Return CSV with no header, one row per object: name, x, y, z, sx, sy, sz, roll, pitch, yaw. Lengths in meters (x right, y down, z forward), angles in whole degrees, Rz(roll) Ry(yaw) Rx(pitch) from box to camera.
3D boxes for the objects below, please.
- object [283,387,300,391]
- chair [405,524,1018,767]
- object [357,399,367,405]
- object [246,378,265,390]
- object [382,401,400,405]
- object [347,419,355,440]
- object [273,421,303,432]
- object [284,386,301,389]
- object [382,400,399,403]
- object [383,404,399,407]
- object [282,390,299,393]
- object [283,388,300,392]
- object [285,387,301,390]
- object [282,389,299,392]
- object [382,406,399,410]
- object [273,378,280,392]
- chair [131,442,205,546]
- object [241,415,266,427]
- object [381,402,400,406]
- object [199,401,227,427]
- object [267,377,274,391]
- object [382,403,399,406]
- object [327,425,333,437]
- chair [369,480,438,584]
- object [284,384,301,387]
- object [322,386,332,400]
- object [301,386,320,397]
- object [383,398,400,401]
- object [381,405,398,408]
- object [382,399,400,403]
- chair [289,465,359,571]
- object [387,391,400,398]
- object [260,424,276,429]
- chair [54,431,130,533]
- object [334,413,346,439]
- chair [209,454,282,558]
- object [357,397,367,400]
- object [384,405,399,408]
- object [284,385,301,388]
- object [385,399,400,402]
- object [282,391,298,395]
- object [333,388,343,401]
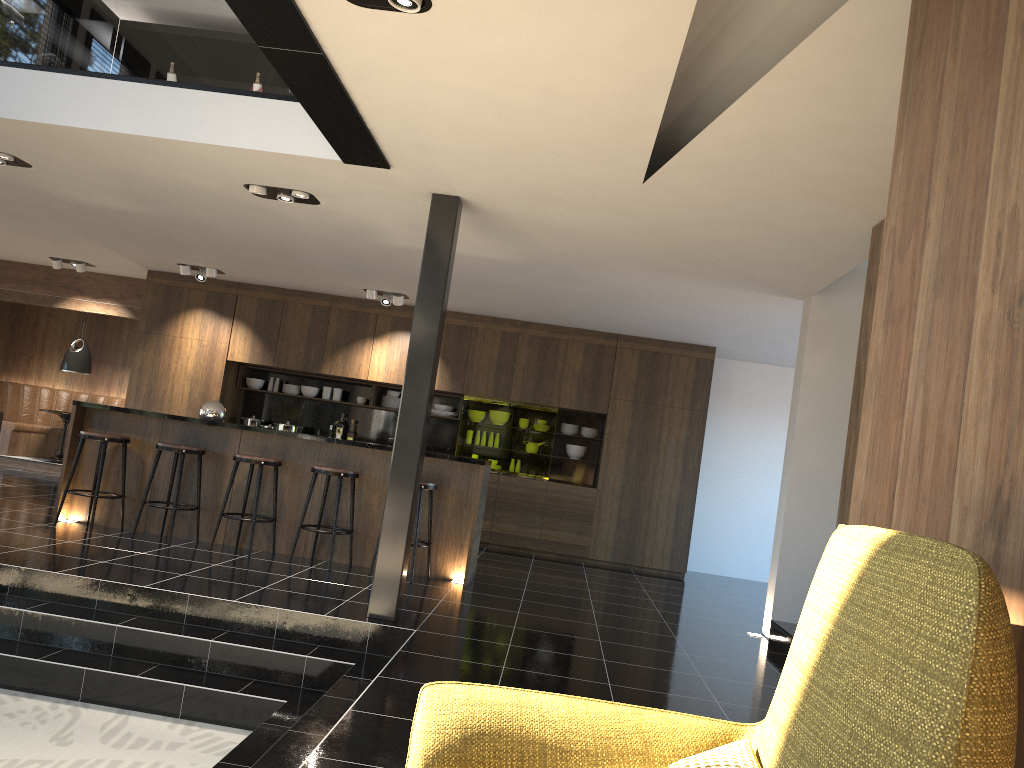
object,-2.779,0.076,11.177,0.220,0.033,0.220,8,-4,0
chair,0.118,0.714,1.365,1.030,1.096,0.808,8,-4,3
object,-1.890,0.227,11.126,0.122,0.072,0.122,6,-5,29
object,-3.254,0.006,11.216,0.234,0.138,0.234,8,-4,7
object,-1.511,0.252,11.174,0.268,0.024,0.269,4,-6,42
object,-2.037,0.644,11.195,0.077,0.394,0.077,12,-5,-44
object,-2.741,0.564,10.817,0.278,0.217,0.301,5,-5,37
object,-2.776,0.056,11.178,0.220,0.033,0.220,8,-4,0
object,-1.509,0.236,11.175,0.268,0.024,0.269,4,-6,42
object,-1.515,0.280,11.172,0.268,0.024,0.269,4,-6,42
object,-2.784,0.111,11.174,0.220,0.033,0.220,8,-4,0
object,-2.781,0.089,11.176,0.220,0.033,0.220,8,-4,0
object,-2.778,0.066,11.177,0.220,0.033,0.220,8,-4,0
object,-2.783,0.099,11.175,0.220,0.033,0.220,8,-4,0
object,-1.519,0.307,11.171,0.268,0.024,0.269,4,-6,42
object,-2.971,0.016,11.200,0.060,0.185,0.060,10,-4,-28
chair,-2.814,0.906,7.368,0.412,0.798,0.413,7,-4,13
object,-3.236,0.501,11.056,0.255,0.217,0.236,12,-5,-38
object,-1.513,0.263,11.174,0.268,0.024,0.269,4,-6,42
object,-2.584,0.257,7.664,0.228,0.228,0.227,11,-5,-36
object,-3.046,0.005,11.205,0.060,0.185,0.060,6,-5,35
object,-1.514,0.272,11.173,0.268,0.024,0.269,4,-6,42
object,-2.301,0.660,11.197,0.057,0.287,0.058,7,-4,17
chair,-0.858,1.182,7.242,0.412,0.798,0.413,7,-4,13
object,-2.773,0.031,11.180,0.220,0.033,0.220,8,-4,0
object,-2.326,0.119,11.134,0.109,0.161,0.109,9,-4,-14
object,-2.548,0.107,11.170,0.234,0.138,0.234,6,-5,23
object,-1.505,0.209,11.177,0.268,0.024,0.269,4,-6,42
object,-1.518,0.300,11.171,0.268,0.024,0.269,4,-6,42
object,-1.507,0.225,11.176,0.268,0.024,0.269,4,-6,42
chair,-1.510,1.090,7.284,0.412,0.798,0.413,7,-4,13
object,-1.498,0.139,11.181,0.168,0.087,0.168,6,-5,23
object,-2.993,0.566,10.947,0.210,0.142,0.195,12,-5,-38
chair,-3.467,0.814,7.410,0.412,0.798,0.413,7,-4,13
object,-2.190,0.594,11.200,0.133,0.451,0.116,8,-4,4
chair,-2.162,0.998,7.326,0.412,0.798,0.413,7,-4,13
object,-1.887,0.202,11.128,0.122,0.072,0.122,6,-5,29
object,-1.517,0.291,11.172,0.268,0.024,0.269,4,-6,42
object,-2.774,0.043,11.179,0.220,0.033,0.220,8,-4,0
object,-1.506,0.218,11.176,0.268,0.024,0.269,4,-6,42
object,-2.786,0.124,11.174,0.220,0.033,0.220,8,-4,0
object,-2.193,0.137,11.126,0.109,0.161,0.109,7,-4,16
